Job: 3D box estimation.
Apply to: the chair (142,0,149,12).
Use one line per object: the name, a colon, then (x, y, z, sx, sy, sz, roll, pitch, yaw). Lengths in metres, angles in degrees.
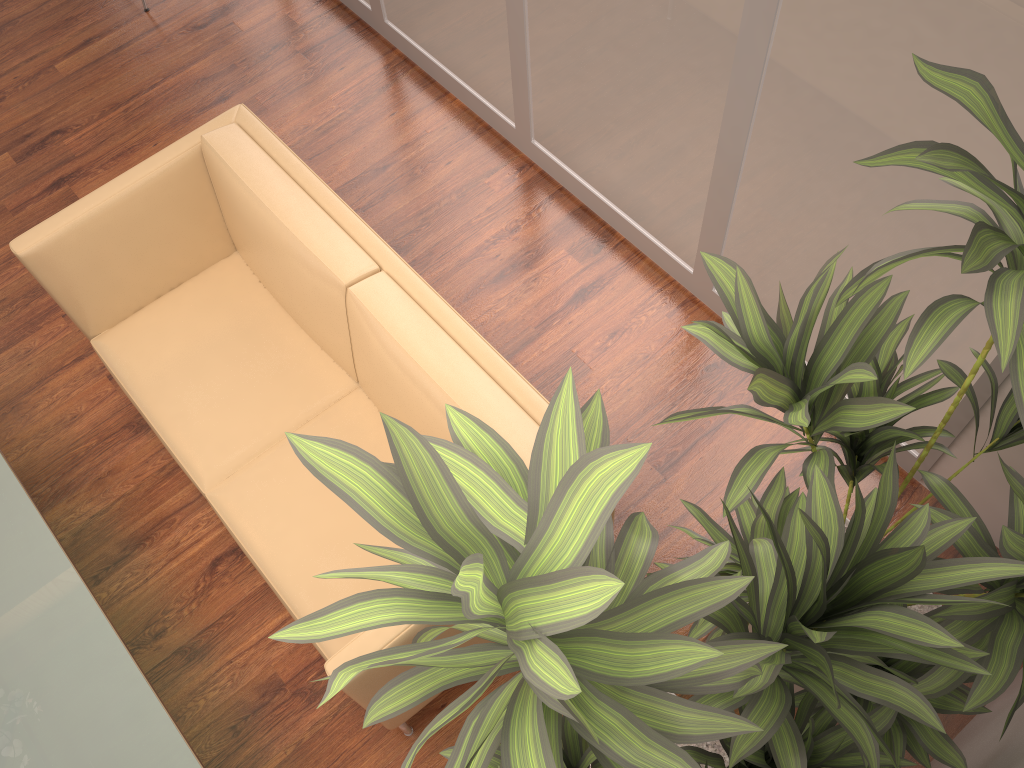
chair: (-1.782, -2.355, 4.073, 0.552, 0.936, 0.531, -37, 65, -16)

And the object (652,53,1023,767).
object: (0.855, 0.270, 1.834, 0.962, 2.188, 1.044, -21, 61, -8)

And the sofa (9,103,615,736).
sofa: (-0.618, 0.081, 2.784, 0.865, 0.871, 1.761, -38, 66, -15)

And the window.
window: (-1.366, -3.120, 3.010, 0.061, 3.410, 8.369, -38, 66, -17)

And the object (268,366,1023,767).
object: (0.348, 0.670, 1.673, 1.072, 2.188, 0.936, -25, 62, -10)

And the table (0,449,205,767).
table: (-1.594, 0.886, 2.617, 0.925, 0.582, 1.829, -38, 66, -15)
